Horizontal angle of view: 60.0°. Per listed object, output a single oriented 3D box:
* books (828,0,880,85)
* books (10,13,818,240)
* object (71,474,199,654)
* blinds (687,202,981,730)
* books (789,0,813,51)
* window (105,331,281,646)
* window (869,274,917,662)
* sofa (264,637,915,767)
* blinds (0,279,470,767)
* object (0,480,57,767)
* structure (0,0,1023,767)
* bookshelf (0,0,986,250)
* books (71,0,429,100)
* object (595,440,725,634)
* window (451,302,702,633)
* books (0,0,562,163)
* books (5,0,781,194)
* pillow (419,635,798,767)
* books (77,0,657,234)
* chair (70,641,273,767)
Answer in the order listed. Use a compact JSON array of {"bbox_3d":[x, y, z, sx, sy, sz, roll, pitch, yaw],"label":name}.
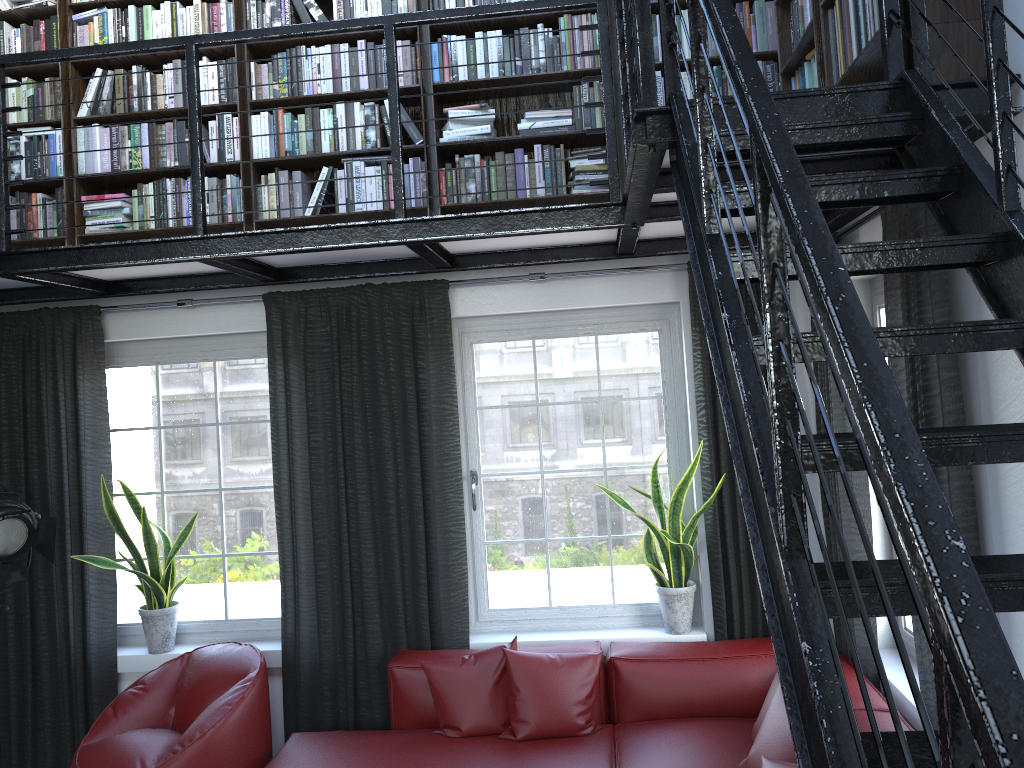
[{"bbox_3d":[-0.932,-1.516,3.116,4.382,1.406,1.169,-4,-2,5],"label":"books"},{"bbox_3d":[-0.907,-1.520,3.868,4.434,1.431,1.284,-4,-2,7],"label":"books"},{"bbox_3d":[-1.946,0.894,4.403,0.553,0.941,0.525,-4,-2,16],"label":"object"},{"bbox_3d":[1.343,0.554,3.441,0.528,2.383,1.746,-3,-2,-12],"label":"blinds"},{"bbox_3d":[-1.001,-1.515,2.582,4.376,1.410,2.203,-4,-1,5],"label":"books"},{"bbox_3d":[-1.683,0.552,4.647,1.167,1.607,0.133,-4,-3,5],"label":"window"},{"bbox_3d":[1.566,0.340,3.290,0.133,1.607,1.166,-4,-2,5],"label":"window"},{"bbox_3d":[0.115,1.522,2.595,2.541,0.656,3.277,-4,-1,5],"label":"sofa"},{"bbox_3d":[-1.482,0.740,4.407,2.507,2.389,0.125,-4,-3,5],"label":"blinds"},{"bbox_3d":[-1.178,1.136,4.116,2.907,1.581,0.752,-3,-2,-11],"label":"object"},{"bbox_3d":[-0.937,0.216,2.149,4.487,3.358,4.611,-4,-1,5],"label":"structure"},{"bbox_3d":[-0.963,-1.445,2.985,4.474,1.618,3.086,-4,-1,5],"label":"bookshelf"},{"bbox_3d":[-0.865,-1.802,4.373,2.636,0.829,0.213,-4,-3,5],"label":"books"},{"bbox_3d":[0.701,0.727,4.132,0.553,0.941,0.525,-3,-2,-6],"label":"object"},{"bbox_3d":[0.310,0.427,4.461,1.167,1.607,0.133,-4,-3,5],"label":"window"},{"bbox_3d":[-0.844,-1.505,4.346,4.440,1.398,0.242,-4,-3,6],"label":"books"},{"bbox_3d":[-0.843,-1.517,4.351,4.435,1.414,0.227,-4,-3,5],"label":"books"},{"bbox_3d":[0.607,1.262,3.487,0.984,0.402,1.953,-3,-1,-42],"label":"pillow"},{"bbox_3d":[-0.462,-1.390,4.322,3.391,1.124,0.240,-4,-3,5],"label":"books"},{"bbox_3d":[-1.485,1.592,3.885,0.831,0.712,0.829,-3,-2,-33],"label":"chair"}]
